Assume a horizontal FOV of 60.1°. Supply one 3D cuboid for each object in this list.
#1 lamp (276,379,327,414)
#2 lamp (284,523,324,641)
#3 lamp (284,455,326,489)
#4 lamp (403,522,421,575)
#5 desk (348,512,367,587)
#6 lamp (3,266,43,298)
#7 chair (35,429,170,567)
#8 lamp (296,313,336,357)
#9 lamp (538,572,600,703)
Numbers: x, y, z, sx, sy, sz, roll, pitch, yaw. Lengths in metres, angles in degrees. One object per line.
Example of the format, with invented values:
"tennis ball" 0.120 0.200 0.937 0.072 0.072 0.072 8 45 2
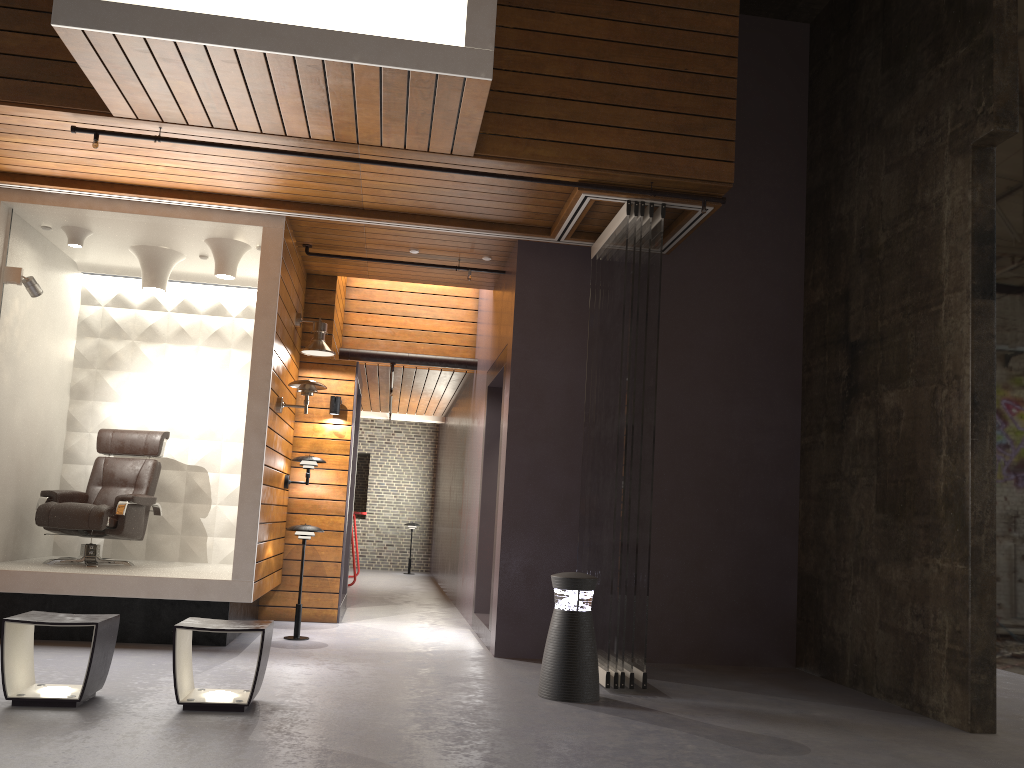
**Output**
"lamp" -1.561 0.096 6.602 0.351 0.269 0.289 4 -8 -8
"lamp" -1.593 1.486 6.690 0.288 0.858 0.289 6 -7 -22
"lamp" -1.727 0.739 7.421 0.327 0.295 0.289 4 -7 -8
"lamp" -1.694 2.747 14.825 0.288 0.858 0.289 4 -6 -11
"desk" -2.499 2.259 12.333 0.844 0.979 1.726 4 -8 -8
"lamp" -3.361 -0.702 6.106 0.249 0.187 0.129 10 -9 -38
"chair" -3.151 0.847 6.839 0.755 1.065 0.830 2 -7 7
"lamp" -1.635 -0.417 7.403 0.346 0.329 0.296 4 -7 -6
"lamp" 0.340 1.423 5.047 0.348 0.692 0.350 3 -7 -2
